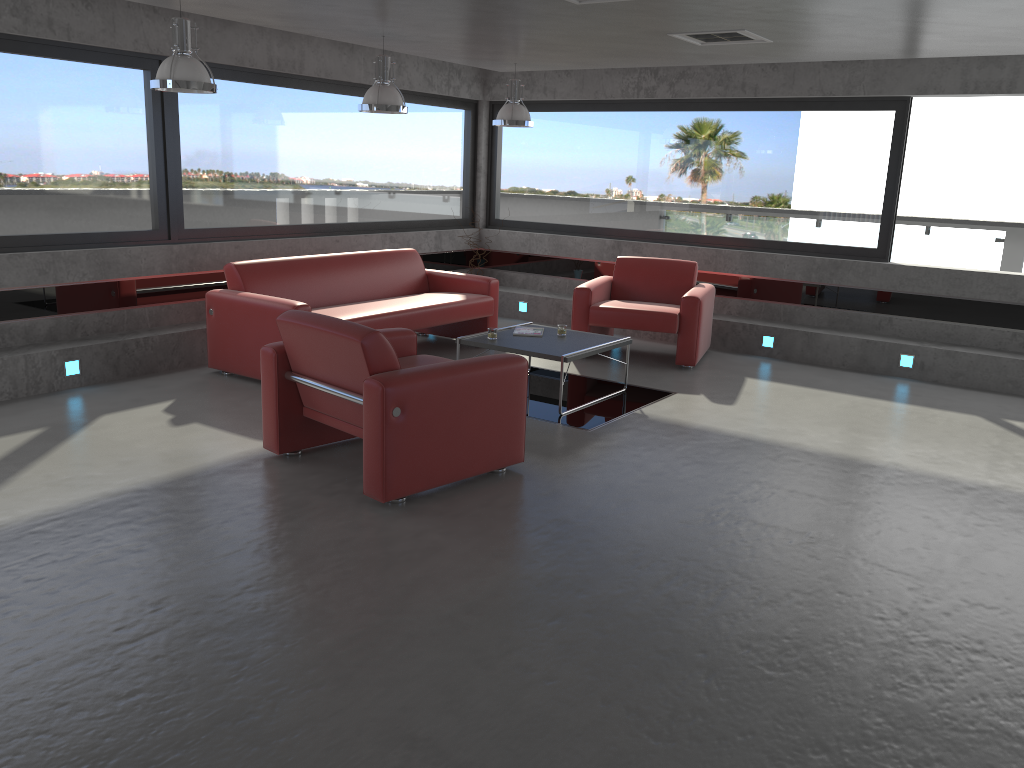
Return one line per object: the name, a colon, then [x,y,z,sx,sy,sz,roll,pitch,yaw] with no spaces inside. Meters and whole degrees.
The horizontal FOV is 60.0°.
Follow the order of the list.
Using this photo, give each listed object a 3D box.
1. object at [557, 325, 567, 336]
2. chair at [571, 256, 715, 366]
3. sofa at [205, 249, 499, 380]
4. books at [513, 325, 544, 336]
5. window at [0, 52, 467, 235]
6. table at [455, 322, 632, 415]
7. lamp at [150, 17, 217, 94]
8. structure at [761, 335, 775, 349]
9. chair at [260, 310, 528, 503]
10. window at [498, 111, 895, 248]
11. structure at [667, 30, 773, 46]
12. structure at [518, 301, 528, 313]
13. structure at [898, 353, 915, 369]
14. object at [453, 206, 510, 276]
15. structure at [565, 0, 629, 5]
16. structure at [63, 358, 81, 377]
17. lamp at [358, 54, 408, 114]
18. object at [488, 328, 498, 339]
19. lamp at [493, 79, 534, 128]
object: [0.397,-0.428,7.036,0.079,0.077,0.079,14,18,41]
chair: [1.258,-0.732,8.416,1.196,0.854,1.130,7,14,18]
sofa: [-1.250,-0.679,7.789,1.120,0.854,2.626,11,16,33]
books: [0.136,-0.425,7.101,0.228,0.022,0.326,3,14,4]
window: [-2.741,-1.969,7.519,0.003,1.364,7.800,11,16,33]
table: [0.252,-0.150,6.905,0.994,0.436,1.018,11,16,33]
lamp: [-2.022,-2.020,5.443,0.389,0.422,0.388,11,16,33]
structure: [2.491,-0.412,8.626,0.123,0.123,0.004,11,16,33]
chair: [-0.651,-0.004,5.107,1.196,0.854,1.130,15,19,43]
window: [1.663,-2.283,9.525,4.583,1.364,0.003,11,16,33]
structure: [1.474,-2.548,6.215,0.563,0.240,0.563,11,16,33]
structure: [0.126,-0.884,10.190,0.123,0.123,0.004,11,16,33]
structure: [3.532,-0.204,7.937,0.123,0.123,0.004,11,16,33]
object: [-0.398,-1.282,9.648,0.466,1.289,0.531,-10,18,-42]
structure: [0.459,-2.238,4.774,0.563,0.240,0.563,11,16,33]
structure: [-3.218,-0.117,6.491,0.004,0.123,0.123,11,16,33]
lamp: [-1.001,-2.332,6.893,0.389,0.422,0.388,11,16,33]
object: [-0.149,-0.385,6.772,0.079,0.077,0.079,6,14,17]
lamp: [0.019,-2.644,8.342,0.388,0.422,0.389,8,15,23]
